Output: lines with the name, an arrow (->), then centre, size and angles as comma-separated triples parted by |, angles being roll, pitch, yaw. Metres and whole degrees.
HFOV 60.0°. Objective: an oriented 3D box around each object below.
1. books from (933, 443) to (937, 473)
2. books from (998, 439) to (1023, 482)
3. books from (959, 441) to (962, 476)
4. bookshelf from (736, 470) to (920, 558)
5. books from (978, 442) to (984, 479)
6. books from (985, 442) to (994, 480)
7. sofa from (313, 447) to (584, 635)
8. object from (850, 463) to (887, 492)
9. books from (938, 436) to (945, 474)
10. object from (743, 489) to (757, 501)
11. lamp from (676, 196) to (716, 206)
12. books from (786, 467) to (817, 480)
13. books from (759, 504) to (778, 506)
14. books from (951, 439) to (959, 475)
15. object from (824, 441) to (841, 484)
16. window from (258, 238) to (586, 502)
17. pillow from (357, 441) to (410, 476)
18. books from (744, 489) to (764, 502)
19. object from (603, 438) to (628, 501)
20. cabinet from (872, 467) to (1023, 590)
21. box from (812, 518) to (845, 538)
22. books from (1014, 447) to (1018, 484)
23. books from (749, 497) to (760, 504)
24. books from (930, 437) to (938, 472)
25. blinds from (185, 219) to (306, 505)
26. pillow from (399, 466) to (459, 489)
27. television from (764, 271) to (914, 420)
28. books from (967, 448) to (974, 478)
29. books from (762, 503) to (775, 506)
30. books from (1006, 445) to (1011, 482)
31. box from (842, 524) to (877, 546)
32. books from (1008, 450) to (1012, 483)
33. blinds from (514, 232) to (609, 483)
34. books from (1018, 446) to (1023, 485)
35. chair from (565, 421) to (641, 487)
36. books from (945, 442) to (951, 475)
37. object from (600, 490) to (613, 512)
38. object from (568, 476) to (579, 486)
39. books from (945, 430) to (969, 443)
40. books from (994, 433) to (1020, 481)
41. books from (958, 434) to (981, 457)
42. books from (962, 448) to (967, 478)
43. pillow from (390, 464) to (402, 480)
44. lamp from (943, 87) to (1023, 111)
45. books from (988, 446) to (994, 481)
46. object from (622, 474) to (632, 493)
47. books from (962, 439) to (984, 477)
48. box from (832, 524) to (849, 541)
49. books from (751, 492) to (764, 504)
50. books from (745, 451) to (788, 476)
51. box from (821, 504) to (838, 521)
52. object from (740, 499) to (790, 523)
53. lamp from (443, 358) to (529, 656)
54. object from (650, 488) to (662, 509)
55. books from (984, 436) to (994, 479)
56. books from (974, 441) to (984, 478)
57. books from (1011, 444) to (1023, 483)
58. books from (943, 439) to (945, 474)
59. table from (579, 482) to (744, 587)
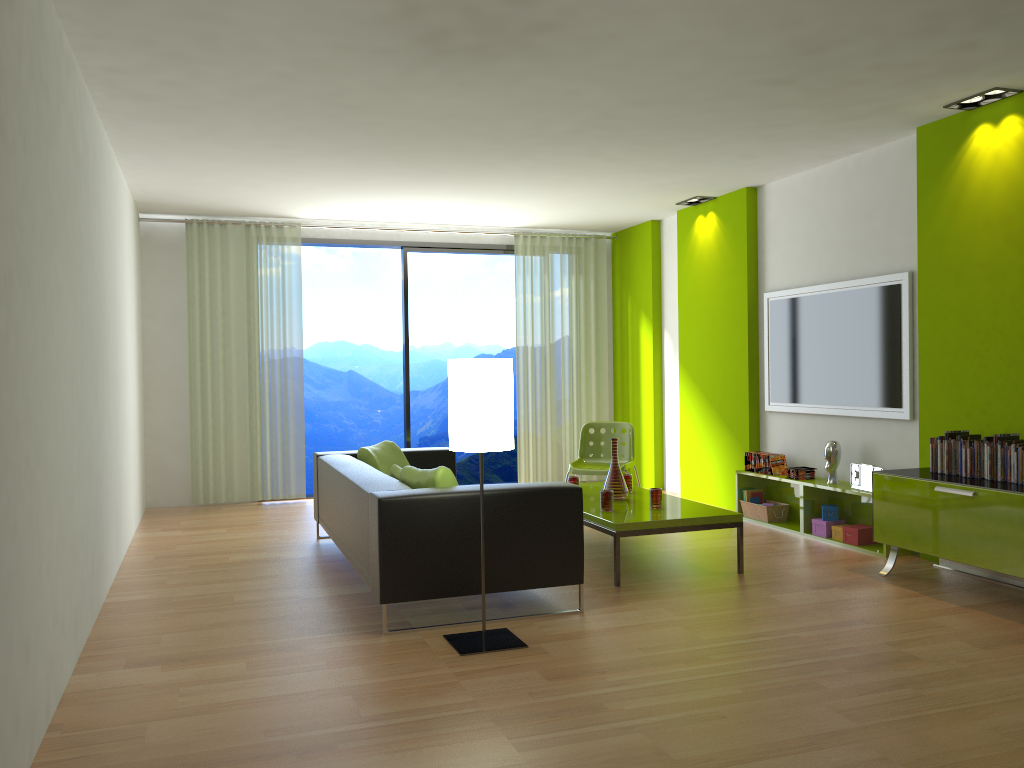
books -> 2.447, 0.419, 5.014 | 0.163, 0.171, 0.017 | -1, 1, -19
books -> 2.589, 0.400, 4.593 | 0.172, 0.217, 0.031 | -1, 1, -19
books -> 2.507, 0.408, 4.840 | 0.163, 0.196, 0.018 | -1, 1, -19
bookshelf -> 2.180, 0.874, 6.284 | 0.306, 0.378, 1.630 | -1, 1, -19
books -> 2.548, 0.408, 4.726 | 0.163, 0.198, 0.018 | -1, 1, -19
books -> 2.565, 0.406, 4.678 | 0.163, 0.204, 0.033 | -1, 1, -19
sofa -> -0.517, 0.802, 5.372 | 1.061, 0.639, 2.583 | -1, 1, -19
object -> 2.313, 0.610, 5.758 | 0.047, 0.176, 0.340 | -1, 1, -14
books -> 2.458, 0.397, 4.966 | 0.172, 0.215, 0.030 | -1, 1, -19
object -> 1.894, 0.931, 6.972 | 0.158, 0.200, 0.040 | -1, 1, -19
lamp -> 1.584, -1.639, 7.655 | 0.192, 0.131, 0.352 | -1, 1, -19
books -> 2.088, 0.646, 6.415 | 0.164, 0.078, 0.172 | -1, 1, -21
books -> 1.968, 0.939, 6.762 | 0.143, 0.025, 0.182 | -1, 1, -19
books -> 2.490, 0.405, 4.887 | 0.163, 0.201, 0.032 | -1, 1, -19
object -> 2.217, 0.543, 6.121 | 0.107, 0.305, 0.107 | 0, 1, 37
window -> -0.852, -0.161, 8.916 | 3.336, 2.498, 0.219 | -1, 1, -19
pillow -> -0.894, 0.586, 6.161 | 0.269, 0.362, 0.399 | 0, 1, 29
books -> 1.902, 0.930, 6.949 | 0.158, 0.202, 0.051 | -1, 1, -19
object -> 0.663, 0.549, 5.715 | 0.168, 0.400, 0.168 | -1, 1, -33
cabinet -> 2.850, 0.809, 3.599 | 0.547, 0.593, 3.384 | -1, 1, -19
box -> 2.185, 0.993, 6.122 | 0.202, 0.116, 0.135 | -1, 1, -24
books -> 2.614, 0.415, 4.500 | 0.161, 0.191, 0.021 | -1, 1, -19
books -> 1.891, 0.958, 6.907 | 0.086, 0.148, 0.025 | -1, 1, -19
books -> 2.440, 0.403, 5.033 | 0.163, 0.201, 0.025 | -1, 1, -19
blinds -> -2.432, -0.208, 8.130 | 1.012, 2.568, 0.067 | -1, 1, -19
pillow -> -0.403, 0.606, 4.573 | 0.210, 0.403, 0.457 | -1, 1, -33
television -> 2.266, -0.247, 6.319 | 0.028, 0.941, 1.537 | -1, 1, -19
books -> 2.523, 0.425, 4.767 | 0.185, 0.164, 0.025 | -1, 1, -19
books -> 1.960, 0.923, 6.778 | 0.087, 0.008, 0.110 | -1, 1, 21
books -> 2.609, 0.412, 4.570 | 0.151, 0.193, 0.025 | -1, 1, -19
box -> 2.287, 0.995, 5.830 | 0.202, 0.116, 0.135 | -1, 1, -24
books -> 2.610, 0.423, 4.548 | 0.163, 0.173, 0.017 | -1, 1, -19
blinds -> 0.515, -0.267, 9.152 | 1.012, 2.568, 0.067 | -1, 1, -19
books -> 2.622, 0.413, 4.476 | 0.161, 0.196, 0.030 | -1, 1, -19
chair -> 0.727, 0.695, 7.143 | 0.640, 0.759, 0.546 | -1, 1, 19
books -> 2.473, 0.414, 4.911 | 0.180, 0.183, 0.025 | -1, 1, -19
object -> 0.566, 0.698, 5.284 | 0.076, 0.122, 0.075 | -1, 1, 15
object -> 0.419, 0.690, 6.003 | 0.076, 0.122, 0.075 | -1, 1, 15
books -> 2.474, 0.382, 4.933 | 0.163, 0.246, 0.017 | -1, 1, -19
books -> 2.581, 0.384, 4.630 | 0.163, 0.248, 0.017 | -1, 1, -19
books -> 2.509, 0.392, 4.863 | 0.144, 0.227, 0.025 | -1, 1, -19
books -> 2.512, 0.425, 4.793 | 0.185, 0.162, 0.025 | -1, 1, -19
pillow -> -0.544, 0.617, 4.941 | 0.164, 0.317, 0.380 | -1, 1, -36
lamp -> 2.563, -1.612, 4.834 | 0.192, 0.131, 0.352 | -1, 1, -19
books -> 2.567, 0.416, 4.648 | 0.180, 0.185, 0.025 | -1, 1, -19
object -> 0.786, 0.683, 6.072 | 0.076, 0.122, 0.075 | -1, 1, 15
books -> 2.514, 0.405, 4.820 | 0.163, 0.201, 0.025 | -1, 1, -19
box -> 2.248, 1.005, 5.983 | 0.169, 0.093, 0.102 | -1, 1, -24
books -> 1.920, 0.939, 6.931 | 0.105, 0.182, 0.031 | -1, 1, -19
books -> 1.954, 0.609, 6.800 | 0.147, 0.150, 0.370 | -1, 1, -19
box -> 2.192, 0.888, 6.115 | 0.102, 0.093, 0.138 | -1, 1, 16
object -> 1.944, 0.975, 6.823 | 0.213, 0.129, 0.367 | -1, 1, -19
lamp -> -0.129, 0.512, 3.883 | 0.302, 1.244, 0.295 | -1, 1, -19
object -> 0.868, 0.693, 5.349 | 0.075, 0.122, 0.076 | 0, 1, 36
books -> 2.564, 0.393, 4.708 | 0.144, 0.229, 0.025 | -1, 1, -19
books -> 2.541, 0.405, 4.746 | 0.163, 0.204, 0.025 | -1, 1, -19
books -> 2.617, 0.407, 4.528 | 0.163, 0.204, 0.025 | -1, 1, -19
books -> 2.470, 0.404, 4.948 | 0.161, 0.201, 0.013 | -1, 1, -19
table -> 0.675, 0.921, 5.769 | 0.810, 0.349, 1.682 | -1, 1, -19
